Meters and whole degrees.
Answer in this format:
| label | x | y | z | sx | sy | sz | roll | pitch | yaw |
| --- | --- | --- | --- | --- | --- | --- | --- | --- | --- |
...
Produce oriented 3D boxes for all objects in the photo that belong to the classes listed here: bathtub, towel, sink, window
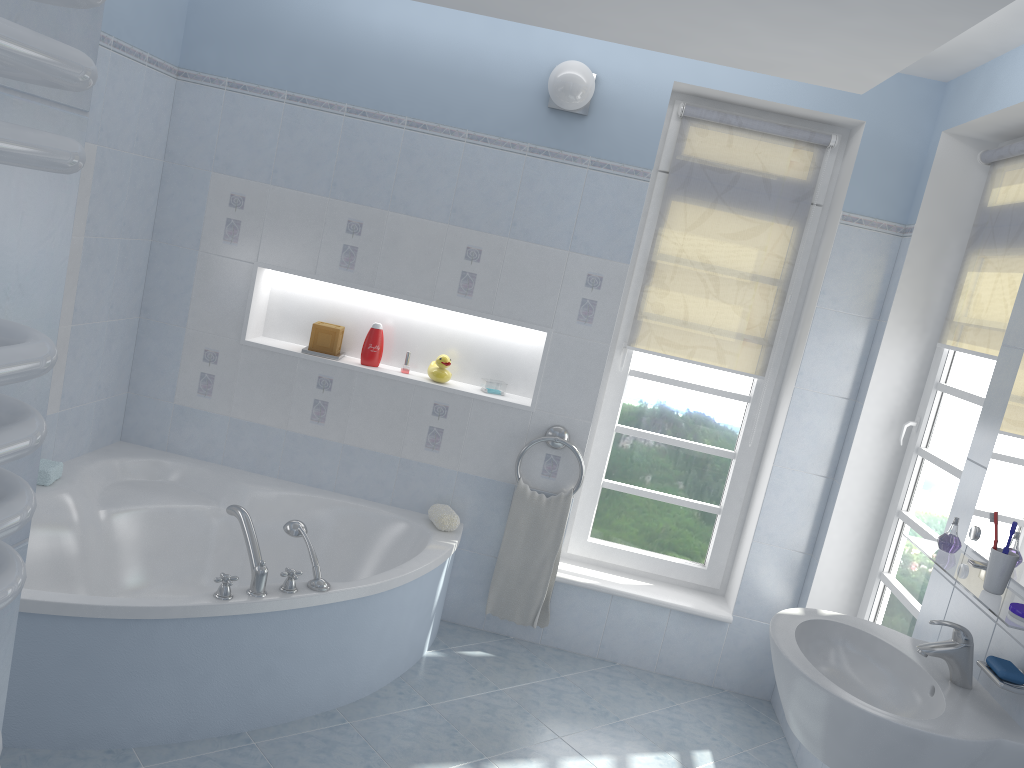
| label | x | y | z | sx | sy | sz | roll | pitch | yaw |
| --- | --- | --- | --- | --- | --- | --- | --- | --- | --- |
| bathtub | -1.066 | 0.653 | 3.097 | 1.596 | 0.670 | 1.578 | 13 | 9 | 3 |
| towel | 0.083 | 0.715 | 3.734 | 0.280 | 0.635 | 0.083 | 13 | 9 | 4 |
| sink | 0.881 | 0.782 | 2.183 | 0.533 | 0.489 | 0.634 | 13 | 9 | 3 |
| window | 1.554 | 0.163 | 2.993 | 0.142 | 2.067 | 0.963 | 13 | 9 | 3 |
| window | 0.799 | -0.134 | 3.815 | 0.758 | 2.067 | 0.142 | 13 | 9 | 3 |

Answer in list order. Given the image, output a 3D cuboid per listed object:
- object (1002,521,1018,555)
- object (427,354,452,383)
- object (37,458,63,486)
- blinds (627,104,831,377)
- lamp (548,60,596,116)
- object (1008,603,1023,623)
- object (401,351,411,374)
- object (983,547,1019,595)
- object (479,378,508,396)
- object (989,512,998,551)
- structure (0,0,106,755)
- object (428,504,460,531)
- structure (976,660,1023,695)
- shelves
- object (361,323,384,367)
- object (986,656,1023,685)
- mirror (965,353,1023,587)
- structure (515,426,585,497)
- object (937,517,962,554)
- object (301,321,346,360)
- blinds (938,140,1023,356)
| label | x | y | z | sx | sy | sz | roll | pitch | yaw |
| --- | --- | --- | --- | --- | --- | --- | --- | --- | --- |
| object | 1.116 | 0.391 | 2.012 | 0.012 | 0.175 | 0.054 | 17 | 10 | 28 |
| object | -0.305 | -0.069 | 3.791 | 0.095 | 0.122 | 0.132 | 7 | 10 | -32 |
| object | -1.699 | 0.320 | 3.225 | 0.081 | 0.059 | 0.128 | 11 | 9 | -10 |
| blinds | 0.890 | -0.579 | 3.688 | 0.598 | 1.032 | 0.046 | 13 | 9 | 3 |
| lamp | 0.229 | -1.144 | 3.408 | 0.180 | 0.180 | 0.216 | 13 | 9 | 3 |
| object | 1.103 | 0.492 | 1.886 | 0.083 | 0.020 | 0.083 | 14 | 9 | 10 |
| object | -0.453 | -0.093 | 3.820 | 0.030 | 0.096 | 0.030 | 8 | 10 | -25 |
| object | 1.116 | 0.431 | 2.032 | 0.058 | 0.100 | 0.058 | 14 | 9 | 10 |
| object | -0.080 | 0.013 | 3.815 | 0.102 | 0.053 | 0.072 | 9 | 9 | -22 |
| object | 1.104 | 0.382 | 2.045 | 0.050 | 0.178 | 0.012 | 20 | 12 | 42 |
| structure | -0.365 | 0.251 | 0.260 | 0.138 | 0.950 | 0.524 | 13 | 9 | 3 |
| object | -0.284 | 0.555 | 3.689 | 0.105 | 0.077 | 0.165 | 8 | 10 | -25 |
| structure | 1.118 | 0.664 | 2.000 | 0.092 | 0.034 | 0.124 | 13 | 9 | 3 |
| shelves | 1.124 | 0.488 | 2.124 | 0.170 | 0.045 | 0.620 | 13 | 9 | 3 |
| object | -0.593 | -0.168 | 3.798 | 0.092 | 0.190 | 0.044 | 9 | 9 | -22 |
| object | 1.113 | 0.644 | 1.999 | 0.060 | 0.027 | 0.090 | 13 | 9 | 6 |
| mirror | 1.281 | 0.147 | 2.064 | 0.012 | 0.680 | 0.620 | 13 | 9 | 3 |
| structure | 0.162 | 0.338 | 3.698 | 0.291 | 0.332 | 0.051 | 13 | 9 | 3 |
| object | 1.157 | 0.396 | 2.334 | 0.059 | 0.094 | 0.059 | 9 | 10 | -25 |
| object | -0.802 | -0.192 | 3.831 | 0.160 | 0.130 | 0.160 | 12 | 9 | -2 |
| blinds | 1.632 | -0.447 | 2.906 | 0.046 | 0.732 | 0.800 | 13 | 9 | 3 |
